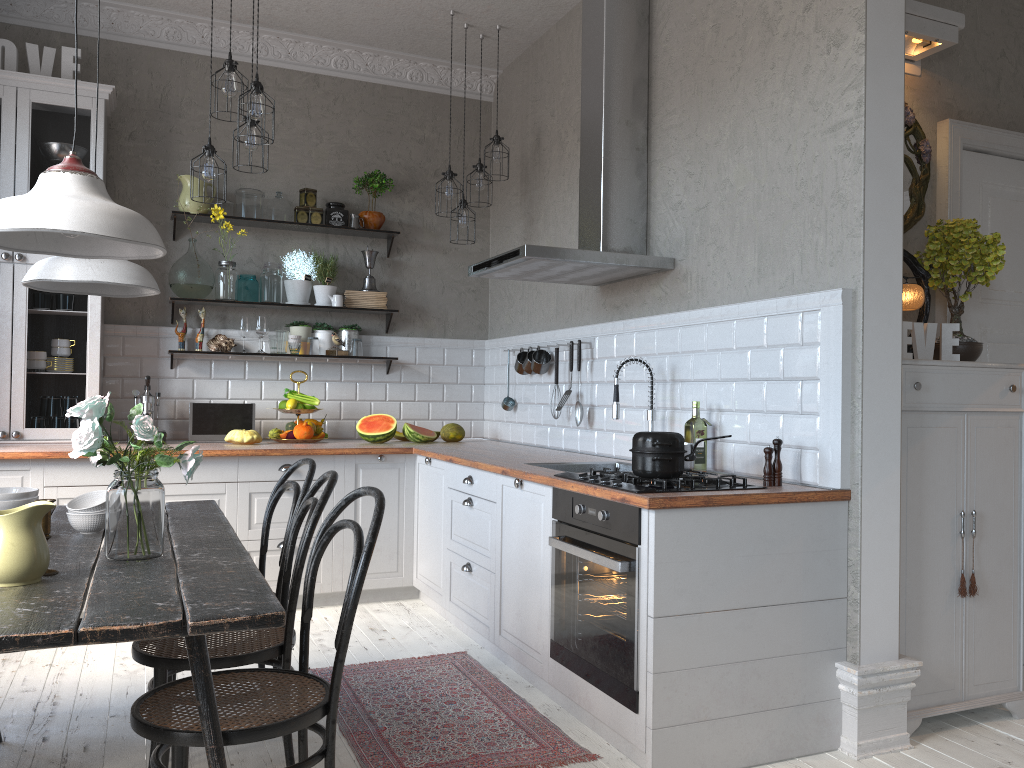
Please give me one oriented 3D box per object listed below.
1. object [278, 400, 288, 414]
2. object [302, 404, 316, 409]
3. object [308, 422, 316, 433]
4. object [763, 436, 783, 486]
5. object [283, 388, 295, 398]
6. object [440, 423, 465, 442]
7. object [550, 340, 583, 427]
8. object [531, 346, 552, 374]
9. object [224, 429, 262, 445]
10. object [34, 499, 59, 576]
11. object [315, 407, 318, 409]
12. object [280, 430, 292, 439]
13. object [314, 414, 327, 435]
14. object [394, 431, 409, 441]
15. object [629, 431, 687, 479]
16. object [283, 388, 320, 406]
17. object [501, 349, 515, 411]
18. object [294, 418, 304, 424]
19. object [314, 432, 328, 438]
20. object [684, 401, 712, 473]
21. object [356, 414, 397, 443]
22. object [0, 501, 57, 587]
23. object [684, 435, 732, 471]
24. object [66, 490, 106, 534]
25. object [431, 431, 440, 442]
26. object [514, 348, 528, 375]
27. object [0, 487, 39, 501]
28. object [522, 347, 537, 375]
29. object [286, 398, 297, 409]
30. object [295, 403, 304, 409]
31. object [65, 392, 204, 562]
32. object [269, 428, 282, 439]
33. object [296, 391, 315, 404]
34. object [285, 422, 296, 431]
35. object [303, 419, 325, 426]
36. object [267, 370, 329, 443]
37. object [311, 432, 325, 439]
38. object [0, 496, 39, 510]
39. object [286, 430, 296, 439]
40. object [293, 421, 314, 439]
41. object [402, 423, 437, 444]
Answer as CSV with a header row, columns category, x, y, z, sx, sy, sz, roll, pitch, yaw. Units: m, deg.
category,x,y,z,sx,sy,sz,roll,pitch,yaw
object,-1.313,0.133,5.168,0.098,0.078,0.099,1,-1,-36
object,-1.199,0.143,5.191,0.098,0.062,0.077,0,-1,40
object,-1.187,0.259,5.165,0.089,0.078,0.088,1,-1,3
object,0.882,0.260,2.994,0.074,0.167,0.035,1,-1,-24
object,-1.291,0.053,5.149,0.050,0.058,0.074,0,-1,43
object,-0.367,0.301,5.482,0.130,0.119,0.207,0,-1,30
object,0.279,-0.004,4.600,0.082,0.443,0.324,1,-1,-22
object,0.163,-0.135,4.947,0.109,0.161,0.136,1,-1,-6
object,-1.487,0.293,4.904,0.200,0.083,0.186,1,-1,-23
object,-1.060,0.346,2.009,0.060,0.167,0.059,1,-1,-10
object,-1.173,0.142,5.235,0.053,0.050,0.048,1,-1,-14
object,-1.315,0.295,5.142,0.085,0.057,0.088,1,-1,9
object,-1.144,0.240,5.254,0.061,0.120,0.125,1,-1,1
object,-0.660,0.323,5.508,0.201,0.067,0.102,1,-1,-18
object,0.479,0.232,2.902,0.194,0.147,0.189,2,-1,-44
object,-1.228,0.076,5.173,0.213,0.101,0.066,1,-1,-18
object,-0.020,-0.023,5.420,0.078,0.379,0.081,1,-1,-23
object,-1.260,0.249,5.255,0.087,0.093,0.085,1,-1,-27
object,-1.201,0.297,5.281,0.215,0.044,0.054,1,-1,14
object,0.741,0.210,3.503,0.091,0.282,0.080,1,-1,-23
object,-0.796,0.264,5.210,0.236,0.174,0.217,1,-1,-2
object,-1.080,0.343,1.910,0.133,0.170,0.152,0,-1,28
object,0.642,0.246,3.222,0.301,0.134,0.176,1,-1,11
object,-1.236,0.375,2.595,0.125,0.119,0.127,1,-1,-8
object,-0.513,0.322,5.470,0.118,0.073,0.204,0,-1,30
object,0.074,-0.133,5.183,0.109,0.161,0.135,1,-1,-11
object,-1.421,0.343,2.466,0.183,0.094,0.176,1,-1,-32
object,0.123,-0.134,5.066,0.110,0.161,0.135,1,-1,-21
object,-1.270,0.117,5.106,0.059,0.069,0.078,1,-1,-4
object,-1.238,0.140,5.137,0.064,0.061,0.065,1,-1,-24
object,-0.933,0.227,2.197,0.317,0.414,0.247,1,-1,-25
object,-1.366,0.291,5.159,0.076,0.072,0.152,1,-1,7
object,-1.228,0.087,5.246,0.181,0.096,0.088,1,-1,-4
object,-1.292,0.260,5.249,0.079,0.076,0.154,1,-1,4
object,-1.172,0.233,5.250,0.129,0.056,0.058,1,-1,-31
object,-1.252,0.132,5.190,0.359,0.425,0.344,1,-1,-38
object,-1.139,0.306,5.177,0.088,0.051,0.069,1,-1,24
object,-1.421,0.364,2.466,0.183,0.094,0.176,1,-1,-32
object,-1.307,0.304,5.163,0.071,0.076,0.224,2,-1,-41
object,-1.196,0.269,5.080,0.109,0.110,0.115,0,-1,34
object,-0.538,0.292,5.271,0.229,0.127,0.145,2,-1,-41
